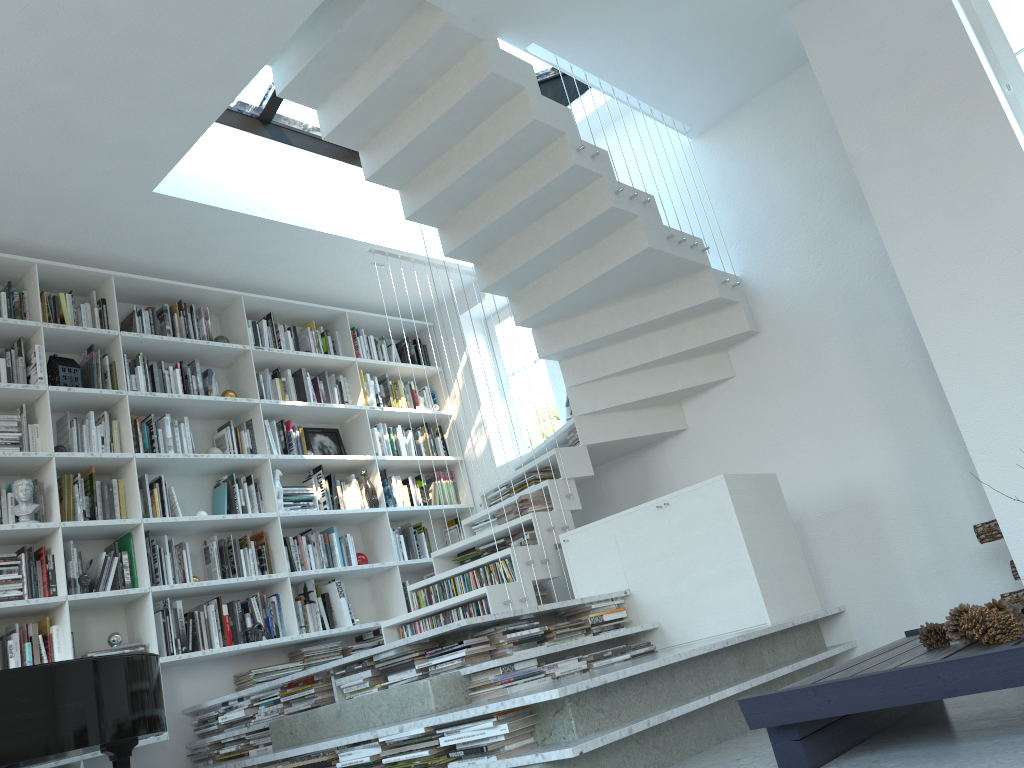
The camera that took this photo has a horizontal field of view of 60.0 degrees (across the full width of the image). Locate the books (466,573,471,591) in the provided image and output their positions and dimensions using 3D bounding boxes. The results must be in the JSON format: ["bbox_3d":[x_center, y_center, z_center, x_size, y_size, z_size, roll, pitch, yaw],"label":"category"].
[{"bbox_3d":[-0.185,1.064,4.723,0.011,0.125,0.125,-28,-22,37],"label":"books"}]

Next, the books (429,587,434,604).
[{"bbox_3d":[-0.398,1.179,4.908,0.010,0.125,0.125,-28,-22,37],"label":"books"}]

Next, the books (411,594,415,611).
[{"bbox_3d":[-0.511,1.239,5.005,0.009,0.125,0.125,-28,-22,37],"label":"books"}]

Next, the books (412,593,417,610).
[{"bbox_3d":[-0.499,1.233,4.995,0.009,0.125,0.125,-28,-22,37],"label":"books"}]

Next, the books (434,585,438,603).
[{"bbox_3d":[-0.370,1.163,4.883,0.008,0.125,0.125,-28,-22,37],"label":"books"}]

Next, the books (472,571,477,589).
[{"bbox_3d":[-0.154,1.048,4.696,0.009,0.125,0.125,-28,-22,37],"label":"books"}]

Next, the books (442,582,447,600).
[{"bbox_3d":[-0.322,1.138,4.842,0.008,0.125,0.125,-28,-22,37],"label":"books"}]

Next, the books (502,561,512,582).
[{"bbox_3d":[0.017,0.958,4.549,0.035,0.123,0.125,-28,-22,37],"label":"books"}]

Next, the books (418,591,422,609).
[{"bbox_3d":[-0.468,1.216,4.968,0.008,0.125,0.125,-28,-22,37],"label":"books"}]

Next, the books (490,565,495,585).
[{"bbox_3d":[-0.059,0.996,4.614,0.010,0.125,0.125,-28,-22,37],"label":"books"}]

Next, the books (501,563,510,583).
[{"bbox_3d":[0.006,0.963,4.558,0.034,0.123,0.125,-28,-22,37],"label":"books"}]

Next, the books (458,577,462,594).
[{"bbox_3d":[-0.232,1.090,4.764,0.008,0.125,0.125,-28,-22,37],"label":"books"}]

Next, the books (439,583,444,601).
[{"bbox_3d":[-0.337,1.146,4.855,0.007,0.125,0.125,-28,-22,37],"label":"books"}]

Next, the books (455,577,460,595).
[{"bbox_3d":[-0.245,1.096,4.775,0.010,0.125,0.125,-28,-22,37],"label":"books"}]

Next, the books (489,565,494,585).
[{"bbox_3d":[-0.064,0.999,4.618,0.010,0.125,0.125,-28,-22,37],"label":"books"}]

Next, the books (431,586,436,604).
[{"bbox_3d":[-0.386,1.172,4.897,0.009,0.125,0.125,-28,-22,37],"label":"books"}]

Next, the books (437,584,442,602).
[{"bbox_3d":[-0.348,1.152,4.864,0.008,0.125,0.125,-28,-22,37],"label":"books"}]

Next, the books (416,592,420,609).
[{"bbox_3d":[-0.478,1.222,4.977,0.009,0.125,0.125,-28,-22,37],"label":"books"}]

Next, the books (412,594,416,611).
[{"bbox_3d":[-0.505,1.236,5.000,0.008,0.125,0.125,-28,-22,37],"label":"books"}]

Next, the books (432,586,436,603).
[{"bbox_3d":[-0.381,1.169,4.893,0.009,0.125,0.125,-28,-22,37],"label":"books"}]

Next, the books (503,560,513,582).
[{"bbox_3d":[0.022,0.955,4.544,0.036,0.122,0.125,-28,-22,37],"label":"books"}]

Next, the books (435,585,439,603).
[{"bbox_3d":[-0.365,1.161,4.879,0.008,0.125,0.125,-28,-22,37],"label":"books"}]

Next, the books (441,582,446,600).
[{"bbox_3d":[-0.327,1.140,4.846,0.008,0.125,0.125,-28,-22,37],"label":"books"}]

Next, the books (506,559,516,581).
[{"bbox_3d":[0.038,0.946,4.530,0.036,0.123,0.125,-28,-22,37],"label":"books"}]

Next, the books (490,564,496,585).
[{"bbox_3d":[-0.052,0.993,4.608,0.008,0.125,0.125,-28,-22,37],"label":"books"}]

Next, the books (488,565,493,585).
[{"bbox_3d":[-0.069,1.002,4.623,0.009,0.125,0.125,-28,-22,37],"label":"books"}]

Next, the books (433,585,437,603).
[{"bbox_3d":[-0.375,1.166,4.888,0.007,0.125,0.125,-28,-22,37],"label":"books"}]

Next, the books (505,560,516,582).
[{"bbox_3d":[0.033,0.949,4.535,0.034,0.123,0.125,-28,-22,37],"label":"books"}]

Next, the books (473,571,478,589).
[{"bbox_3d":[-0.148,1.044,4.691,0.007,0.125,0.125,-28,-22,37],"label":"books"}]

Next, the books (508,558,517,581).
[{"bbox_3d":[0.044,0.943,4.525,0.034,0.123,0.125,-28,-22,37],"label":"books"}]

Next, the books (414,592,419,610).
[{"bbox_3d":[-0.488,1.227,4.986,0.007,0.125,0.125,-28,-22,37],"label":"books"}]

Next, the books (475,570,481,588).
[{"bbox_3d":[-0.134,1.037,4.679,0.018,0.125,0.125,-28,-22,37],"label":"books"}]

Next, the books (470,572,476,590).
[{"bbox_3d":[-0.160,1.051,4.701,0.013,0.125,0.125,-28,-22,37],"label":"books"}]

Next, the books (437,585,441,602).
[{"bbox_3d":[-0.354,1.155,4.869,0.008,0.125,0.125,-28,-22,37],"label":"books"}]

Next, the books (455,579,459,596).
[{"bbox_3d":[-0.250,1.099,4.780,0.007,0.125,0.125,-28,-22,37],"label":"books"}]

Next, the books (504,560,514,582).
[{"bbox_3d":[0.027,0.952,4.539,0.035,0.123,0.125,-28,-22,37],"label":"books"}]

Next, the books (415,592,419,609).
[{"bbox_3d":[-0.483,1.224,4.981,0.008,0.125,0.125,-28,-22,37],"label":"books"}]

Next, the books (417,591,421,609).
[{"bbox_3d":[-0.473,1.219,4.972,0.007,0.125,0.125,-28,-22,37],"label":"books"}]

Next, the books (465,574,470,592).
[{"bbox_3d":[-0.192,1.068,4.729,0.009,0.125,0.125,-28,-22,37],"label":"books"}]

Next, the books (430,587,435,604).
[{"bbox_3d":[-0.392,1.175,4.902,0.007,0.125,0.125,-28,-22,37],"label":"books"}]

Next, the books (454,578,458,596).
[{"bbox_3d":[-0.256,1.102,4.784,0.007,0.125,0.125,-28,-22,37],"label":"books"}]

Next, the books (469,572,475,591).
[{"bbox_3d":[-0.170,1.056,4.710,0.016,0.125,0.125,-28,-22,37],"label":"books"}]

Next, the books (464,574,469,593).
[{"bbox_3d":[-0.199,1.072,4.735,0.013,0.125,0.125,-28,-22,37],"label":"books"}]

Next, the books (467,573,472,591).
[{"bbox_3d":[-0.178,1.060,4.717,0.009,0.125,0.125,-28,-22,37],"label":"books"}]

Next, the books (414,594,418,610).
[{"bbox_3d":[-0.494,1.230,4.990,0.008,0.125,0.125,-28,-22,37],"label":"books"}]

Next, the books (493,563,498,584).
[{"bbox_3d":[-0.042,0.987,4.599,0.008,0.125,0.125,-28,-22,37],"label":"books"}]

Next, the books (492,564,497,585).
[{"bbox_3d":[-0.047,0.990,4.604,0.008,0.125,0.125,-28,-22,37],"label":"books"}]

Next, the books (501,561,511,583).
[{"bbox_3d":[0.011,0.961,4.553,0.034,0.123,0.125,-28,-22,37],"label":"books"}]

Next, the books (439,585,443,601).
[{"bbox_3d":[-0.343,1.149,4.860,0.007,0.125,0.125,-28,-22,37],"label":"books"}]

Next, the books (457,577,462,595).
[{"bbox_3d":[-0.238,1.093,4.769,0.008,0.125,0.125,-28,-22,37],"label":"books"}]

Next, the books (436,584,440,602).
[{"bbox_3d":[-0.359,1.158,4.874,0.008,0.125,0.125,-28,-22,37],"label":"books"}]

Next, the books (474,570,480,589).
[{"bbox_3d":[-0.141,1.041,4.685,0.012,0.125,0.125,-28,-22,37],"label":"books"}]

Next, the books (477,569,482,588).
[{"bbox_3d":[-0.124,1.032,4.671,0.009,0.125,0.125,-28,-22,37],"label":"books"}]

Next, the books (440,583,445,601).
[{"bbox_3d":[-0.332,1.143,4.851,0.007,0.125,0.125,-28,-22,37],"label":"books"}]

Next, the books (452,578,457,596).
[{"bbox_3d":[-0.261,1.105,4.789,0.007,0.125,0.125,-28,-22,37],"label":"books"}]

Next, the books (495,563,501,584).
[{"bbox_3d":[-0.031,0.982,4.590,0.008,0.125,0.125,-28,-22,37],"label":"books"}]

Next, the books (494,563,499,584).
[{"bbox_3d":[-0.037,0.985,4.595,0.007,0.125,0.125,-28,-22,37],"label":"books"}]

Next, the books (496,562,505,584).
[{"bbox_3d":[-0.024,0.978,4.584,0.011,0.125,0.125,-28,-22,37],"label":"books"}]
